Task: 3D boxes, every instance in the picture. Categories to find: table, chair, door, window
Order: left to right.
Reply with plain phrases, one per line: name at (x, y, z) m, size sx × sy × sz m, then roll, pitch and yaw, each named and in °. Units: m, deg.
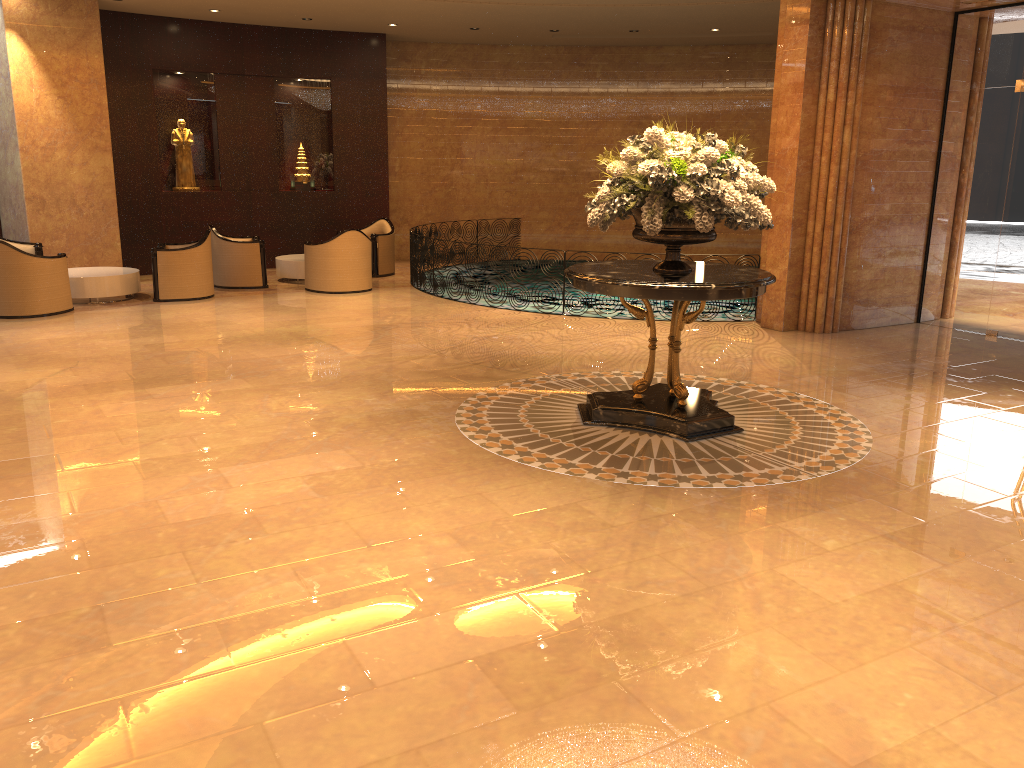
chair at (-6.852, -1.622, 11.835) m, size 0.769 × 0.916 × 0.951 m, roll 6°, pitch 15°, yaw 19°
chair at (-5.863, -1.285, 10.526) m, size 0.951 × 0.916 × 0.769 m, roll 2°, pitch 14°, yaw 4°
table at (-5.619, -1.326, 11.870) m, size 1.196 × 0.354 × 1.196 m, roll 0°, pitch 14°, yaw -4°
chair at (-4.460, -1.640, 12.039) m, size 0.769 × 0.916 × 0.951 m, roll -3°, pitch 14°, yaw -15°
chair at (-4.085, -1.926, 13.217) m, size 0.769 × 0.916 × 0.951 m, roll -4°, pitch 15°, yaw -20°
table at (-3.117, -1.826, 14.031) m, size 1.196 × 0.354 × 1.196 m, roll 0°, pitch 14°, yaw -3°
chair at (-2.459, -1.810, 12.833) m, size 0.951 × 0.916 × 0.769 m, roll -9°, pitch 17°, yaw -35°
chair at (-2.381, -2.310, 14.865) m, size 0.951 × 0.916 × 0.769 m, roll 10°, pitch 17°, yaw 33°
table at (1.112, -0.288, 6.480) m, size 1.493 × 1.089 × 1.493 m, roll -10°, pitch 17°, yaw -36°
door at (5.872, -1.718, 9.047) m, size 0.195 × 2.758 × 1.880 m, roll -7°, pitch 16°, yaw -30°
window at (5.876, -2.084, 8.957) m, size 0.047 × 3.571 × 3.515 m, roll -7°, pitch 16°, yaw -30°

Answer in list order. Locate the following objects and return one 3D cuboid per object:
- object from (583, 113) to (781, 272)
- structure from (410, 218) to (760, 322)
object at (1.158, -1.296, 6.214) m, size 1.277 × 0.999 × 1.318 m, roll 1°, pitch 14°, yaw 0°
structure at (0.299, -1.888, 13.905) m, size 3.815 × 0.995 × 7.624 m, roll -2°, pitch 14°, yaw -12°
